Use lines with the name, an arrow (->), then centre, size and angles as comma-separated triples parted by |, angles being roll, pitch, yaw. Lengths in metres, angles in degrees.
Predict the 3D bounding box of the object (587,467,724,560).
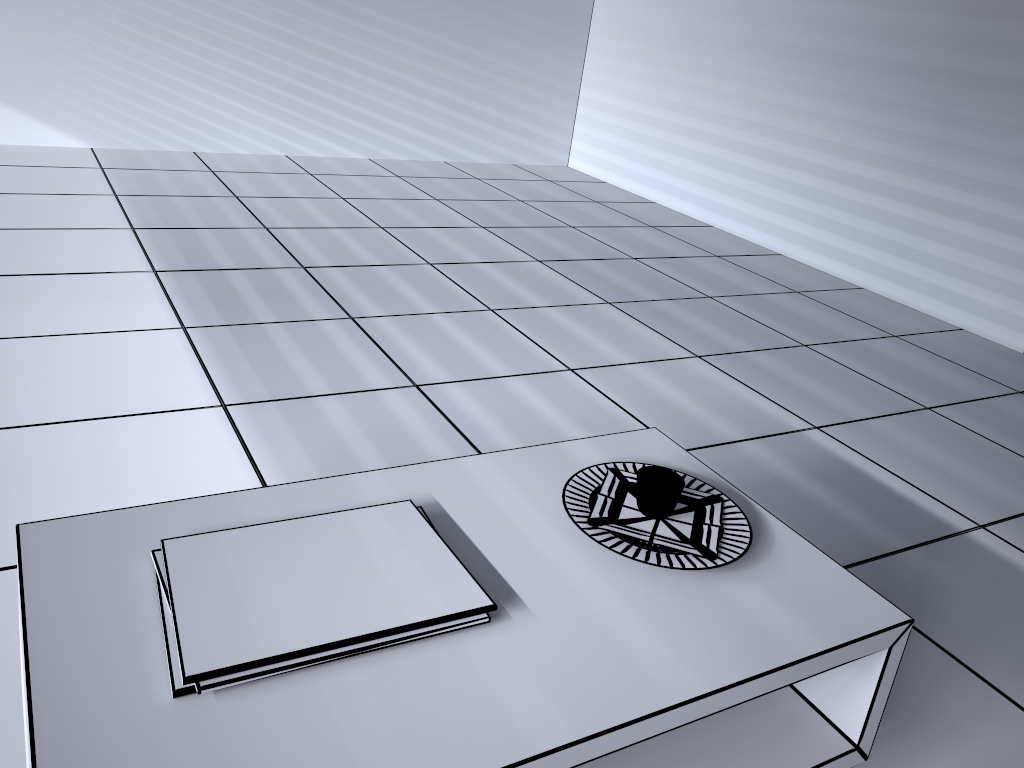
object -> 0.252, 0.223, 1.523 | 0.218, 0.012, 0.221 | 14, 24, 12

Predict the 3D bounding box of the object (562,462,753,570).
object -> 0.247, 0.229, 1.524 | 0.328, 0.024, 0.342 | 7, 23, -3

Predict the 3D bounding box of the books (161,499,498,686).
books -> -0.268, 0.270, 1.240 | 0.416, 0.008, 0.295 | -5, 27, -29

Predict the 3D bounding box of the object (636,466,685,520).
object -> 0.255, 0.194, 1.516 | 0.098, 0.067, 0.085 | 25, 27, 36

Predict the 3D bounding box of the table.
table -> -0.075, 0.462, 1.387 | 1.204, 0.376, 0.671 | -6, 26, -30

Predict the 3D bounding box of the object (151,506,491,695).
object -> -0.264, 0.281, 1.234 | 0.416, 0.008, 0.295 | -5, 27, -29

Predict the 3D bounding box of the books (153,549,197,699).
books -> -0.280, 0.285, 1.239 | 0.416, 0.008, 0.295 | -5, 27, -29
